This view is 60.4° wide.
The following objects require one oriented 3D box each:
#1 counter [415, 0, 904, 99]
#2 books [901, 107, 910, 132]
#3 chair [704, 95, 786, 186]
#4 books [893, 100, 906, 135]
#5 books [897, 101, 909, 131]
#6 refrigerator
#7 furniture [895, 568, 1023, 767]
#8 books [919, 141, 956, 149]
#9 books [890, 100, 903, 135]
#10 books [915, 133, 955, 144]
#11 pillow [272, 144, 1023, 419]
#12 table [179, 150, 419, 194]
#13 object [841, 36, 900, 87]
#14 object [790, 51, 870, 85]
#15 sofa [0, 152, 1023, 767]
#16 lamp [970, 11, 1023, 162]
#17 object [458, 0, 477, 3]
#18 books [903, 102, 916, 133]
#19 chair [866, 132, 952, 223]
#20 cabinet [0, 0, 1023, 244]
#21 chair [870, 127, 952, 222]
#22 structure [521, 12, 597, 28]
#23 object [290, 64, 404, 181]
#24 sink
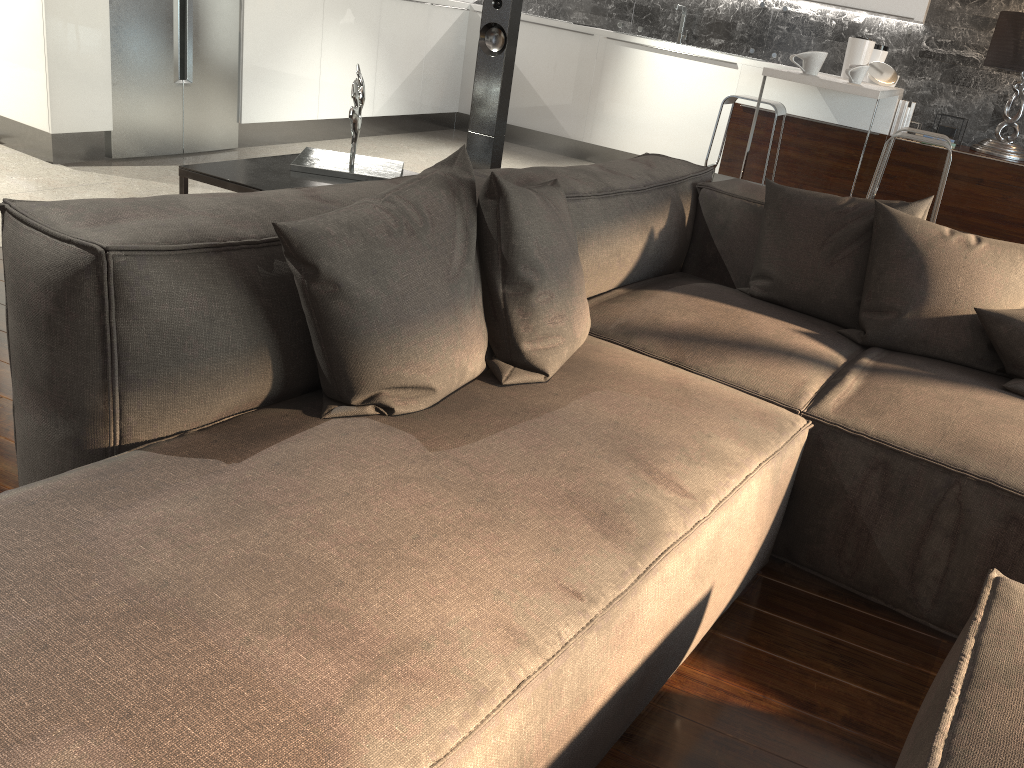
[{"bbox_3d":[0.629,-2.428,6.113,3.920,0.041,2.795,19,24,17],"label":"counter"},{"bbox_3d":[2.865,-1.912,6.414,0.020,0.203,0.161,17,24,20],"label":"books"},{"bbox_3d":[1.454,-1.401,5.585,0.418,0.792,0.437,17,23,18],"label":"chair"},{"bbox_3d":[2.838,-1.948,6.437,0.023,0.241,0.182,17,24,20],"label":"books"},{"bbox_3d":[2.847,-1.936,6.412,0.018,0.241,0.181,17,24,20],"label":"books"},{"bbox_3d":[-1.879,-2.385,4.408,0.567,2.320,0.907,17,23,19],"label":"refrigerator"},{"bbox_3d":[0.866,0.744,0.841,1.055,0.435,1.148,23,26,27],"label":"furniture"},{"bbox_3d":[3.008,-1.727,6.269,0.245,0.033,0.180,10,23,-3],"label":"books"},{"bbox_3d":[2.817,-1.953,6.438,0.018,0.241,0.181,17,24,20],"label":"books"},{"bbox_3d":[3.003,-1.752,6.252,0.229,0.023,0.167,10,23,-2],"label":"books"},{"bbox_3d":[0.560,-0.293,2.122,2.173,0.426,1.032,3,24,-18],"label":"pillow"},{"bbox_3d":[-0.532,-0.311,2.492,0.438,0.557,0.624,18,24,19],"label":"table"},{"bbox_3d":[2.698,-2.364,6.466,0.398,0.295,0.604,24,26,29],"label":"object"},{"bbox_3d":[1.800,-1.805,4.992,0.425,0.131,0.195,18,24,17],"label":"object"},{"bbox_3d":[0.639,0.208,1.641,2.391,0.696,2.869,23,26,27],"label":"sofa"},{"bbox_3d":[3.604,-2.086,6.225,0.584,0.924,0.607,13,23,9],"label":"lamp"},{"bbox_3d":[-0.353,-3.333,7.404,0.530,0.232,0.372,22,26,26],"label":"object"},{"bbox_3d":[2.897,-1.929,6.419,0.023,0.241,0.182,17,24,20],"label":"books"},{"bbox_3d":[2.167,-0.972,4.921,0.418,0.792,0.437,17,23,18],"label":"chair"},{"bbox_3d":[1.568,-1.992,4.853,6.732,2.474,4.618,18,24,17],"label":"cabinet"},{"bbox_3d":[2.479,-1.185,5.550,0.418,0.792,0.437,17,23,18],"label":"chair"},{"bbox_3d":[0.323,-2.991,7.202,0.606,0.011,0.588,19,24,17],"label":"structure"},{"bbox_3d":[-0.442,-0.745,2.459,0.290,0.285,0.282,6,23,-10],"label":"object"},{"bbox_3d":[1.412,-2.656,6.879,1.122,0.515,0.528,18,24,16],"label":"sink"}]
